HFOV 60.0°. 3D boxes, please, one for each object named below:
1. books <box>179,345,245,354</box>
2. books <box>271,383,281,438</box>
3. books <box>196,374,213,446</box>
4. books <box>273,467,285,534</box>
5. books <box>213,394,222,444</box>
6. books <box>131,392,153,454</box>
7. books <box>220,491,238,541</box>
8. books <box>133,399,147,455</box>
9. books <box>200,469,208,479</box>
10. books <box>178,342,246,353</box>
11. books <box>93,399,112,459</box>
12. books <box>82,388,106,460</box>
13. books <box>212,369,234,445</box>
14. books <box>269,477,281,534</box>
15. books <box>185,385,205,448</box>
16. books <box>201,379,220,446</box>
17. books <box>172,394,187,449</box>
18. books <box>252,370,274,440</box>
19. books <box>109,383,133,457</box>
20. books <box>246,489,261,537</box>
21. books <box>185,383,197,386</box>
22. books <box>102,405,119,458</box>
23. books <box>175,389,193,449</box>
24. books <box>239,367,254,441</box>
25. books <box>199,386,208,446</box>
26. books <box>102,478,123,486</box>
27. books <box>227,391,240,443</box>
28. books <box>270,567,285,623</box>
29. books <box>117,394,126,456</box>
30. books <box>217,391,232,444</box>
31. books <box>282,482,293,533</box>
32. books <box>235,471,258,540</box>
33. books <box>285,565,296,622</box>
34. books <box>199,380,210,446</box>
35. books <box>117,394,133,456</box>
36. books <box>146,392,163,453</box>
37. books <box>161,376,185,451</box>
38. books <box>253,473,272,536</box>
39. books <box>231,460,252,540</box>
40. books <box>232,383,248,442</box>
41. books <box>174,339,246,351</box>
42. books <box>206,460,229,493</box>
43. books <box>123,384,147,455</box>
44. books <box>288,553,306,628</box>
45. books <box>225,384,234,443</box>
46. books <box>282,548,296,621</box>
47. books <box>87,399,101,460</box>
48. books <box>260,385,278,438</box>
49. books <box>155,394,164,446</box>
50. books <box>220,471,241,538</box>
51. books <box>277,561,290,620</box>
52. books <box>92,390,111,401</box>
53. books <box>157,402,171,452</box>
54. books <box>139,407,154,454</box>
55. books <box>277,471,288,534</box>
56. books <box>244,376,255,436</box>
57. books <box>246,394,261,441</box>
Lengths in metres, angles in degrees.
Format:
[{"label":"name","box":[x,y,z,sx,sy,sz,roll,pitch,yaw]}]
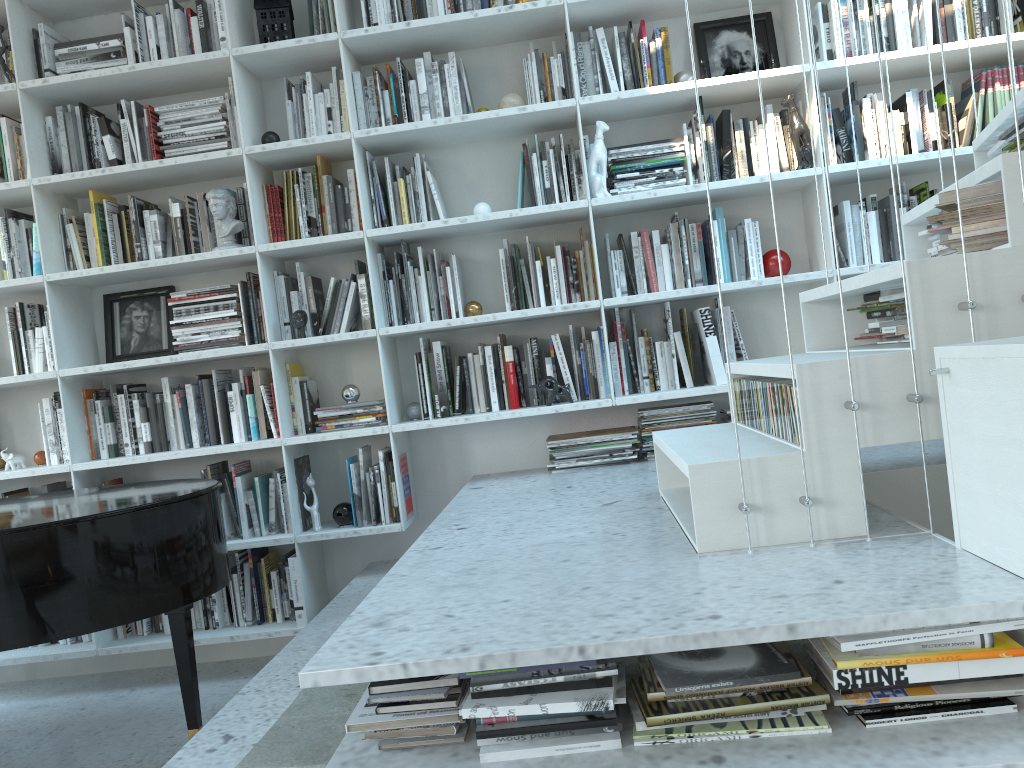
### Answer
[{"label":"books","box":[-1.186,-0.132,3.571,0.254,0.012,0.161,-7,1,0]},{"label":"books","box":[-0.920,0.101,3.550,0.011,0.216,0.166,-7,1,4]},{"label":"books","box":[-1.229,0.104,3.598,0.014,0.286,0.134,-7,2,4]},{"label":"books","box":[-0.902,0.459,3.527,0.022,0.249,0.130,-7,2,4]},{"label":"books","box":[-1.158,0.137,3.585,0.021,0.203,0.128,-7,2,4]},{"label":"books","box":[-1.490,0.157,3.614,0.021,0.244,0.141,-7,2,4]},{"label":"books","box":[-1.125,0.519,3.520,0.025,0.185,0.170,-7,1,4]},{"label":"books","box":[-1.468,0.169,3.591,0.023,0.217,0.174,-7,1,4]},{"label":"books","box":[-1.186,0.476,3.540,0.012,0.285,0.159,-7,2,4]},{"label":"books","box":[-1.188,-0.144,3.575,0.254,0.012,0.161,-7,1,6]},{"label":"books","box":[-1.628,0.180,3.604,0.027,0.234,0.167,-7,1,4]},{"label":"books","box":[-1.689,0.162,3.628,0.012,0.285,0.159,-7,2,4]},{"label":"books","box":[-1.148,0.089,3.572,0.012,0.297,0.177,-7,2,4]},{"label":"books","box":[-0.937,0.478,3.541,0.053,0.220,0.132,-7,2,4]},{"label":"books","box":[-1.248,0.127,3.576,0.026,0.245,0.191,-7,1,4]},{"label":"books","box":[-1.187,0.110,3.571,0.028,0.264,0.161,-7,2,4]},{"label":"books","box":[-1.324,0.149,3.602,0.025,0.220,0.140,-7,2,4]},{"label":"books","box":[-0.983,0.081,3.563,0.026,0.272,0.175,-7,2,4]},{"label":"books","box":[-1.579,0.145,3.628,0.027,0.291,0.140,-7,2,4]},{"label":"books","box":[-1.004,0.505,3.533,0.036,0.183,0.146,-7,1,4]},{"label":"books","box":[-1.271,0.125,3.605,0.025,0.254,0.136,-7,2,4]},{"label":"books","box":[-1.601,0.189,3.615,0.024,0.208,0.170,-7,1,4]},{"label":"books","box":[-1.299,0.138,3.592,0.031,0.237,0.158,-7,2,4]},{"label":"books","box":[-1.051,0.078,3.573,0.014,0.294,0.137,-7,2,4]},{"label":"books","box":[-1.214,0.120,3.591,0.011,0.252,0.158,-7,2,4]},{"label":"books","box":[-1.586,0.526,3.561,0.012,0.285,0.137,-7,2,4]},{"label":"books","box":[-1.087,0.128,3.566,0.023,0.204,0.167,-7,1,4]},{"label":"books","box":[-0.920,0.835,3.580,0.022,0.205,0.191,-7,1,4]},{"label":"books","box":[-1.552,0.163,3.621,0.024,0.247,0.132,-7,2,4]},{"label":"books","box":[-1.125,0.131,3.570,0.024,0.207,0.183,-7,1,4]},{"label":"books","box":[-0.864,0.481,3.520,0.027,0.196,0.146,-7,1,4]},{"label":"books","box":[-1.037,0.479,3.516,0.022,0.244,0.180,-7,1,4]},{"label":"books","box":[-0.856,0.821,3.572,0.029,0.218,0.190,-7,1,4]},{"label":"books","box":[-1.205,0.114,3.580,0.010,0.261,0.181,-7,1,4]},{"label":"books","box":[-1.528,0.162,3.602,0.027,0.246,0.179,-7,1,4]},{"label":"books","box":[-1.415,0.152,3.589,0.029,0.238,0.165,-7,1,4]},{"label":"books","box":[-1.354,0.117,3.594,0.026,0.292,0.152,-7,2,4]},{"label":"books","box":[-0.977,0.477,3.525,0.024,0.232,0.146,-7,2,4]},{"label":"books","box":[-1.058,0.456,3.520,0.015,0.293,0.169,-7,2,4]},{"label":"books","box":[-1.066,0.110,3.563,0.023,0.234,0.174,-7,1,4]},{"label":"books","box":[-1.190,-0.156,3.568,0.285,0.012,0.159,-7,1,-1]},{"label":"books","box":[-1.151,0.463,3.523,0.013,0.303,0.181,-7,2,4]},{"label":"books","box":[-1.511,0.141,3.597,0.013,0.282,0.166,-7,2,4]},{"label":"books","box":[-0.807,0.790,3.511,0.038,0.269,0.277,-7,1,4]},{"label":"books","box":[-1.107,0.115,3.578,0.014,0.235,0.154,-7,2,4]},{"label":"books","box":[-0.878,0.805,3.579,0.013,0.256,0.176,-7,1,4]},{"label":"books","box":[-1.667,0.180,3.625,0.029,0.244,0.154,-7,2,4]},{"label":"books","box":[-0.946,0.107,3.550,0.042,0.212,0.169,-7,1,4]},{"label":"books","box":[-1.393,0.153,3.598,0.013,0.230,0.138,-7,2,4]},{"label":"books","box":[-1.094,0.477,3.550,0.066,0.261,0.132,-7,2,4]},{"label":"books","box":[-0.896,0.821,3.589,0.028,0.227,0.162,-7,1,4]},{"label":"books","box":[-1.649,0.162,3.616,0.011,0.275,0.145,-7,2,4]},{"label":"books","box":[-1.374,0.168,3.584,0.023,0.196,0.165,-7,1,4]},{"label":"books","box":[-1.441,0.182,3.585,0.029,0.184,0.174,-7,1,4]},{"label":"books","box":[-0.886,0.462,3.518,0.010,0.239,0.167,-7,1,4]},{"label":"books","box":[-1.034,0.095,3.580,0.014,0.256,0.145,-7,2,4]},{"label":"books","box":[-1.013,0.130,3.555,0.023,0.183,0.169,-7,1,4]}]
